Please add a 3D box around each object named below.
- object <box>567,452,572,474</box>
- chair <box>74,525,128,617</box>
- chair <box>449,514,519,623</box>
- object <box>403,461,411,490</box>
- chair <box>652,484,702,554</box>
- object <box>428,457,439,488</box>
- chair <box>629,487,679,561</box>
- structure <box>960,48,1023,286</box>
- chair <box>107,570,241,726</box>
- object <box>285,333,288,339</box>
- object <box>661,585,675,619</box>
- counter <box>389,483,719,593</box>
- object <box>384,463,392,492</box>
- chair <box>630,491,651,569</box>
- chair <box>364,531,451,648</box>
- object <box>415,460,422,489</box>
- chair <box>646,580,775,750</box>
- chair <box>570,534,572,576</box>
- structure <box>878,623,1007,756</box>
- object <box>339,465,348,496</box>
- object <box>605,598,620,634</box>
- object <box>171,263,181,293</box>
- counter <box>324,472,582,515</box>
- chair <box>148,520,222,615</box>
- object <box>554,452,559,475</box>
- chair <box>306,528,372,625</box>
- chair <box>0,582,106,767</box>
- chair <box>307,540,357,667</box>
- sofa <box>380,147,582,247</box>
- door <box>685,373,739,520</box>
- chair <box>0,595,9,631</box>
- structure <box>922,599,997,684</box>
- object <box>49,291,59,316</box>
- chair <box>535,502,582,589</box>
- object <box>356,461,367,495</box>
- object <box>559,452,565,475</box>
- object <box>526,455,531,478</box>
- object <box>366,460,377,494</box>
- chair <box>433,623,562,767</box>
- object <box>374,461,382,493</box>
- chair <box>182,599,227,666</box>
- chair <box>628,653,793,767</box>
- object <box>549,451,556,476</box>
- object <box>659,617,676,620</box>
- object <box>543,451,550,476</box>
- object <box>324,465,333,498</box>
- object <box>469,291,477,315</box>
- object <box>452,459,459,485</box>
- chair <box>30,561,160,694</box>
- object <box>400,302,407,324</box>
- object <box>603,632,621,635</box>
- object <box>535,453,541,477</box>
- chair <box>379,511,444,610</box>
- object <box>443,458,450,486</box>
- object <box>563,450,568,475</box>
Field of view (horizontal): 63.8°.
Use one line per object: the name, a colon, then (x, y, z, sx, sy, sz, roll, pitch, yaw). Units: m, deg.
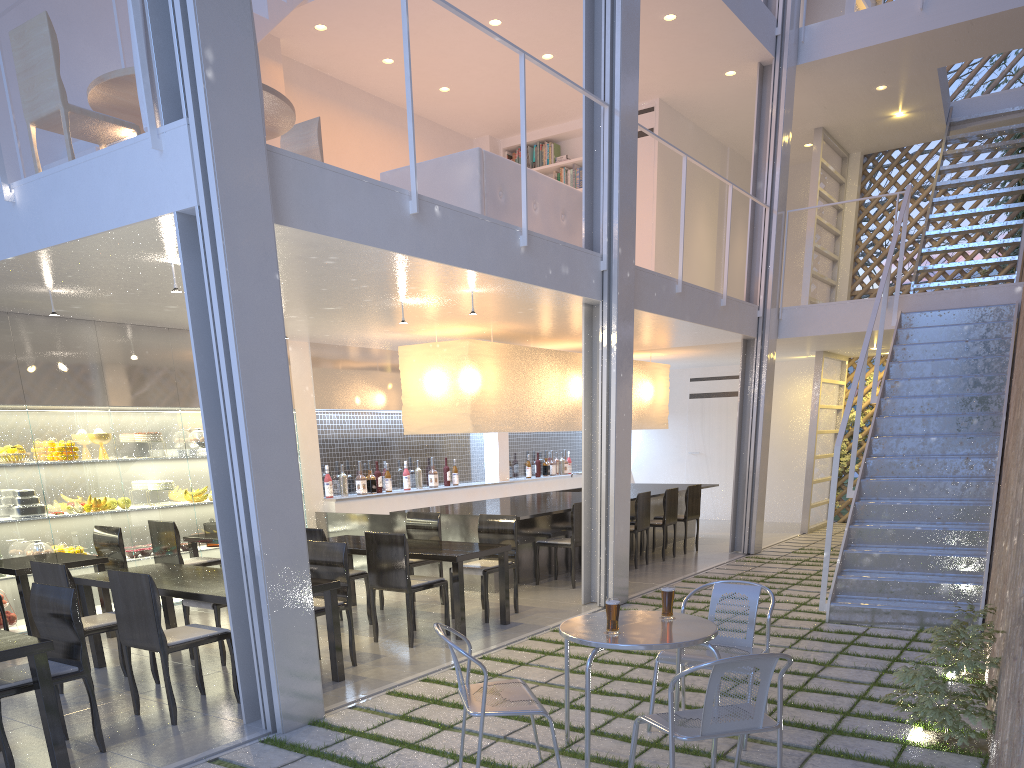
object: (0.467, 0.647, 6.746, 0.041, 0.199, 0.041, -16, 21, -41)
chair: (-1.752, 0.816, 3.415, 0.187, 0.469, 0.225, 8, 16, 34)
chair: (-0.121, 0.775, 3.466, 0.187, 0.469, 0.225, 8, 16, 34)
object: (-0.666, 0.578, 5.189, 0.042, 0.199, 0.040, 10, 19, 34)
chair: (1.041, 0.856, 5.221, 0.234, 0.469, 0.179, 8, 16, 35)
object: (-0.516, 0.579, 5.380, 0.044, 0.217, 0.044, 10, 19, 35)
chair: (0.847, 0.845, 4.959, 0.235, 0.469, 0.178, 6, 16, 30)
structure: (3.838, -1.656, 5.984, 1.086, 4.836, 3.130, 9, 15, 33)
chair: (-0.942, 0.725, 2.330, 0.187, 0.469, 0.225, 8, 16, 34)
object: (-0.980, -0.237, 3.536, 0.028, 0.085, 0.028, -15, 20, -43)
object: (0.356, 0.499, 1.880, 0.031, 0.082, 0.029, -4, 14, -10)
counter: (0.416, 0.885, 5.093, 0.804, 0.397, 2.428, -1, -2, 36)
object: (-1.445, 0.471, 4.104, 0.056, 0.315, 2.344, 11, 5, 37)
chair: (0.641, 0.834, 4.705, 0.236, 0.469, 0.177, 5, 15, 28)
chair: (-0.386, 0.759, 3.100, 0.187, 0.469, 0.225, 8, 16, 34)
object: (-0.601, 0.584, 5.292, 0.046, 0.199, 0.041, -4, 16, -8)
chair: (0.517, 0.695, 2.079, 0.257, 0.406, 0.234, 6, 14, 34)
chair: (0.459, 0.822, 4.434, 0.235, 0.469, 0.178, 6, 16, 31)
structure: (1.039, 0.715, 1.955, 0.294, 0.345, 0.297, 2, 9, 19)
object: (-1.510, 0.471, 4.050, 0.044, 0.311, 1.806, 11, 5, 37)
object: (0.215, 0.495, 1.752, 0.031, 0.082, 0.029, -4, 14, -10)
object: (-0.982, -0.310, 2.394, 0.028, 0.085, 0.028, -15, 20, -43)
counter: (-0.043, 0.940, 6.115, 0.226, 0.464, 3.506, 8, 3, 36)
chair: (-1.480, 0.832, 3.791, 0.187, 0.469, 0.225, 8, 16, 34)
object: (0.358, 0.642, 6.610, 0.046, 0.199, 0.041, -4, 16, -9)
chair: (-0.724, 0.782, 3.321, 0.187, 0.469, 0.225, 8, 16, 34)
chair: (-1.171, 0.708, 1.967, 0.187, 0.469, 0.225, 8, 16, 34)
chair: (-0.677, 0.741, 2.697, 0.187, 0.469, 0.225, 8, 16, 34)
sofa: (-0.046, -0.652, 3.595, 0.492, 0.392, 0.948, 2, 2, 35)
door: (-0.260, 0.485, 5.170, 5.378, 1.276, 0.456, 1, 9, -42)
chair: (-2.036, 0.798, 3.022, 0.187, 0.469, 0.225, 8, 16, 34)
structure: (1.390, 0.774, 2.482, 0.260, 0.278, 0.253, 5, 10, 41)
object: (-1.542, -0.272, 2.759, 0.028, 0.085, 0.028, -15, 20, -43)
chair: (0.264, 0.810, 4.172, 0.234, 0.469, 0.179, 7, 16, 34)
object: (-1.449, 0.472, 4.088, 0.045, 0.310, 1.924, 11, 5, 36)
object: (0.402, 0.643, 6.645, 0.045, 0.199, 0.042, 9, 19, 33)
object: (0.126, 0.631, 6.285, 0.042, 0.194, 0.038, 0, 16, 5)
object: (-1.423, 0.474, 4.124, 0.102, 0.310, 2.001, 10, 5, 38)
chair: (-0.033, 0.689, 1.760, 0.248, 0.406, 0.242, -4, 11, -10)
object: (-1.421, 0.477, 4.175, 0.065, 0.310, 2.068, 10, 5, 36)
chair: (-1.016, 0.764, 2.918, 0.187, 0.469, 0.225, 8, 16, 34)
chair: (0.388, 0.667, 1.580, 0.261, 0.406, 0.230, -4, 12, -15)
object: (0.316, 0.631, 6.551, 0.044, 0.217, 0.044, 10, 19, 35)
object: (-0.830, 0.396, 2.602, 2.868, 0.459, 0.057, -4, 12, 34)
object: (0.270, 0.627, 6.481, 0.045, 0.218, 0.043, 9, 19, 33)
object: (-0.910, 0.143, 3.474, 1.655, 0.871, 1.770, -1, 1, 32)
object: (-0.143, -0.294, 2.989, 0.028, 0.085, 0.028, -15, 20, -43)
object: (-0.385, 0.599, 5.571, 0.042, 0.194, 0.038, 0, 16, 5)
chair: (-1.281, 0.748, 2.551, 0.187, 0.469, 0.225, 8, 16, 34)
object: (-0.420, -0.275, 3.170, 0.028, 0.085, 0.028, -15, 20, -43)
object: (-0.914, 0.410, 2.525, 2.827, 0.423, 0.035, -4, 12, 36)
object: (0.199, 0.627, 6.357, 0.044, 0.207, 0.042, 6, 17, 25)
chair: (-0.459, 0.799, 3.688, 0.187, 0.469, 0.225, 8, 16, 34)
object: (-0.438, 0.591, 5.523, 0.044, 0.207, 0.042, 6, 17, 25)
object: (0.430, 0.637, 6.696, 0.045, 0.217, 0.043, -5, 16, -13)
